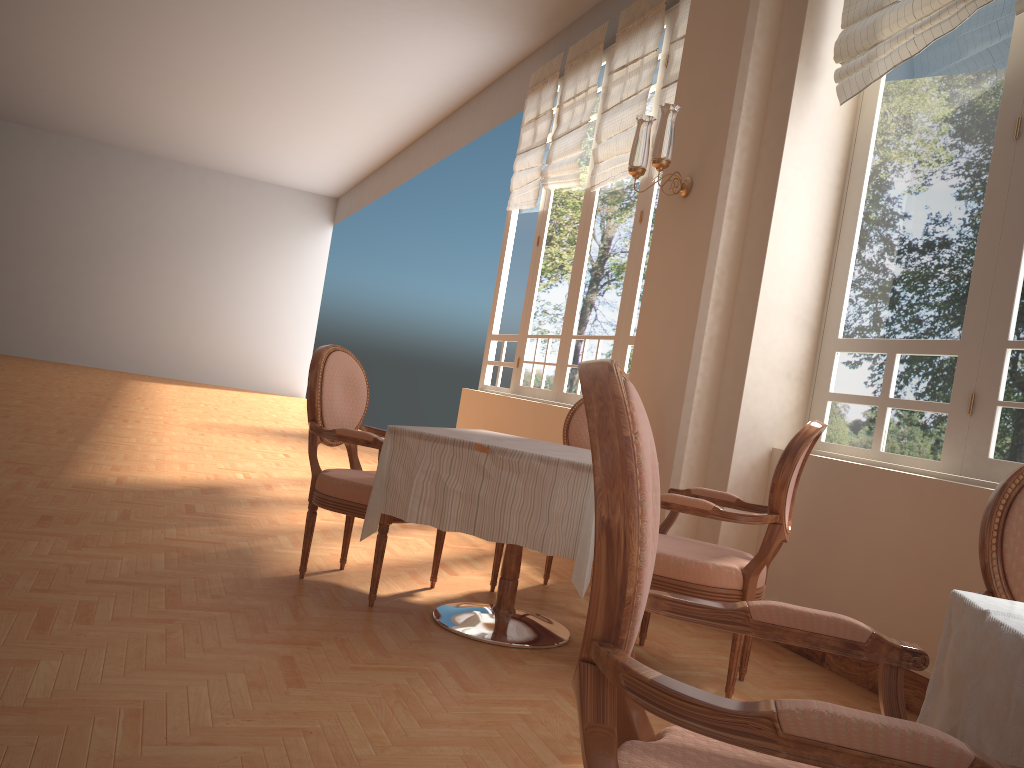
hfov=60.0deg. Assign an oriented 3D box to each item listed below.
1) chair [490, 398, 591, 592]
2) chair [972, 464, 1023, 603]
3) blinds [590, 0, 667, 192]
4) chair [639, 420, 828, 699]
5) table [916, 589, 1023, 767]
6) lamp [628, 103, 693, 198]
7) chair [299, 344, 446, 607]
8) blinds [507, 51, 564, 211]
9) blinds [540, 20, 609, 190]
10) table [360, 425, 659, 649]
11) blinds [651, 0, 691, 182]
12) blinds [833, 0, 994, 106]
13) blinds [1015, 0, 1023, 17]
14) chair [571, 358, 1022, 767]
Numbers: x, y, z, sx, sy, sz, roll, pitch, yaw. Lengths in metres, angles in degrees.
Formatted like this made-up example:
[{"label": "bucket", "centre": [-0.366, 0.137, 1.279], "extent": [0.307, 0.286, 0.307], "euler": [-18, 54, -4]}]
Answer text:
[{"label": "chair", "centre": [0.298, 0.479, 3.914], "extent": [0.520, 0.931, 0.593], "euler": [9, 0, 23]}, {"label": "chair", "centre": [1.077, 0.598, 1.606], "extent": [0.520, 0.931, 0.593], "euler": [9, 0, 12]}, {"label": "blinds", "centre": [0.775, -1.997, 6.001], "extent": [0.054, 1.301, 0.689], "euler": [9, 0, -22]}, {"label": "chair", "centre": [0.684, 0.539, 3.006], "extent": [0.592, 0.931, 0.521], "euler": [9, 0, 23]}, {"label": "table", "centre": [0.920, 0.696, 0.921], "extent": [0.829, 0.680, 0.837], "euler": [9, 0, 12]}, {"label": "lamp", "centre": [0.727, -1.079, 4.174], "extent": [0.274, 0.362, 0.320], "euler": [9, 0, -22]}, {"label": "chair", "centre": [-0.566, 0.336, 3.554], "extent": [0.592, 0.931, 0.521], "euler": [9, 0, 23]}, {"label": "blinds", "centre": [0.180, -2.093, 7.530], "extent": [0.038, 1.293, 0.689], "euler": [9, 0, -22]}, {"label": "blinds", "centre": [0.460, -2.079, 6.792], "extent": [0.085, 1.235, 0.698], "euler": [9, 0, -22]}, {"label": "table", "centre": [0.017, 0.558, 3.269], "extent": [0.828, 0.677, 0.831], "euler": [9, 0, 23]}, {"label": "blinds", "centre": [1.091, -1.911, 5.213], "extent": [0.072, 1.376, 0.698], "euler": [9, 0, -21]}, {"label": "blinds", "centre": [1.631, -1.829, 3.431], "extent": [0.072, 1.376, 0.843], "euler": [9, 0, -21]}, {"label": "blinds", "centre": [1.947, -1.852, 2.663], "extent": [0.085, 1.235, 0.787], "euler": [9, 0, -22]}, {"label": "chair", "centre": [0.300, 0.468, 1.081], "extent": [0.593, 0.931, 0.521], "euler": [9, 0, 11]}]
